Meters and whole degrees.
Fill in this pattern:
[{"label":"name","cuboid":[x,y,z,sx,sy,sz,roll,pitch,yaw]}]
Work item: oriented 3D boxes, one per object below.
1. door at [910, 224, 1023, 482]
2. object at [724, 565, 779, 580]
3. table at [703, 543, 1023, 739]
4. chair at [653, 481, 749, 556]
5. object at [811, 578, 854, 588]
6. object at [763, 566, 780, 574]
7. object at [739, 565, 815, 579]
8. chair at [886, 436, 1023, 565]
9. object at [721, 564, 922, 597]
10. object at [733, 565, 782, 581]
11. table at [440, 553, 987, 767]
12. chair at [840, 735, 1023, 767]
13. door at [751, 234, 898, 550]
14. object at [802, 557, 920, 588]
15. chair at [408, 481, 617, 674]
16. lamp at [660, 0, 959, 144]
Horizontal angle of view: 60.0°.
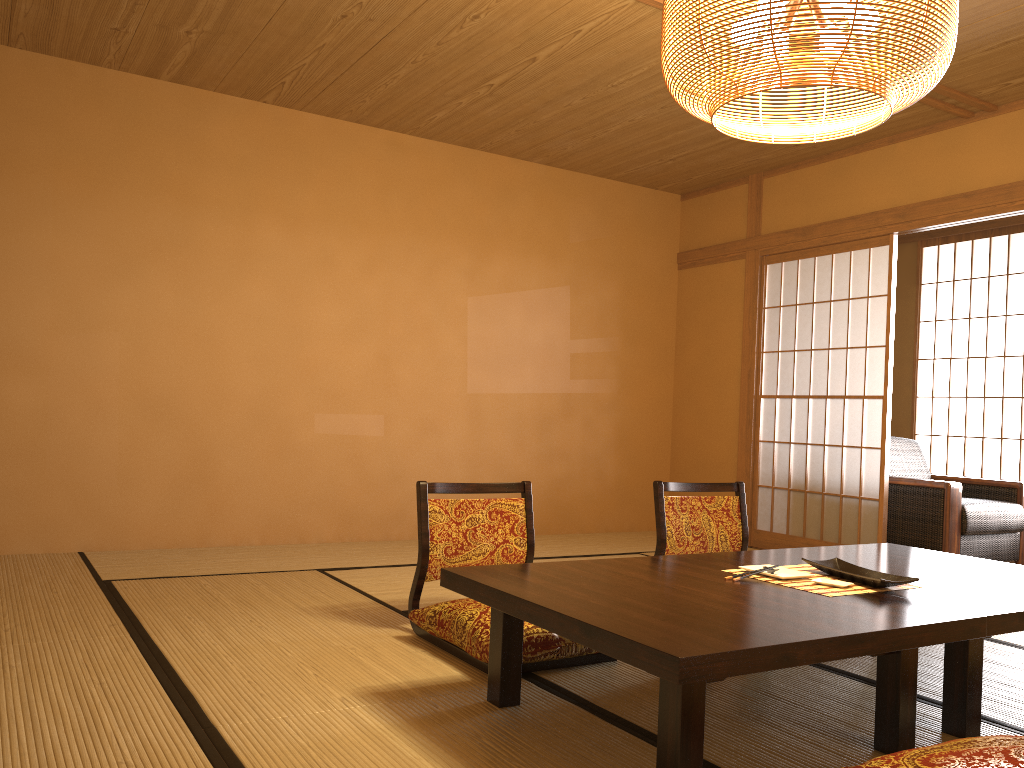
[{"label":"door","cuboid":[3.341,-0.165,6.364,0.040,1.872,0.992,3,-1,-31]},{"label":"object","cuboid":[0.702,0.548,2.585,0.229,0.030,0.006,4,-2,-34]},{"label":"table","cuboid":[1.322,0.779,2.850,0.995,0.356,0.994,4,-2,-31]},{"label":"chair","cuboid":[0.939,0.695,3.624,0.583,0.546,0.687,3,-2,-27]},{"label":"object","cuboid":[0.900,0.562,2.494,0.099,0.013,0.067,1,-3,42]},{"label":"object","cuboid":[0.766,0.552,2.621,0.015,0.018,0.050,4,-2,-34]},{"label":"object","cuboid":[0.781,0.558,2.623,0.130,0.014,0.180,4,-2,-29]},{"label":"chair","cuboid":[2.647,0.733,5.659,0.873,0.779,0.943,4,-2,-31]},{"label":"object","cuboid":[0.902,0.571,2.603,0.398,0.003,0.401,4,-2,-31]},{"label":"object","cuboid":[0.714,0.548,2.573,0.229,0.030,0.006,4,-2,-39]},{"label":"table","cuboid":[0.472,0.722,2.335,0.995,0.356,0.994,4,-2,-31]},{"label":"chair","cuboid":[1.070,0.628,1.646,0.583,0.546,0.687,3,-2,-27]},{"label":"door","cuboid":[1.903,0.110,5.496,0.040,1.933,0.992,3,-1,-31]},{"label":"object","cuboid":[1.008,0.555,2.591,0.129,0.039,0.349,3,-2,-18]},{"label":"chair","cuboid":[0.013,0.633,3.056,0.583,0.546,0.699,4,-2,-32]},{"label":"lamp","cuboid":[0.838,-1.171,2.536,0.798,0.825,0.799,3,-2,-7]}]
